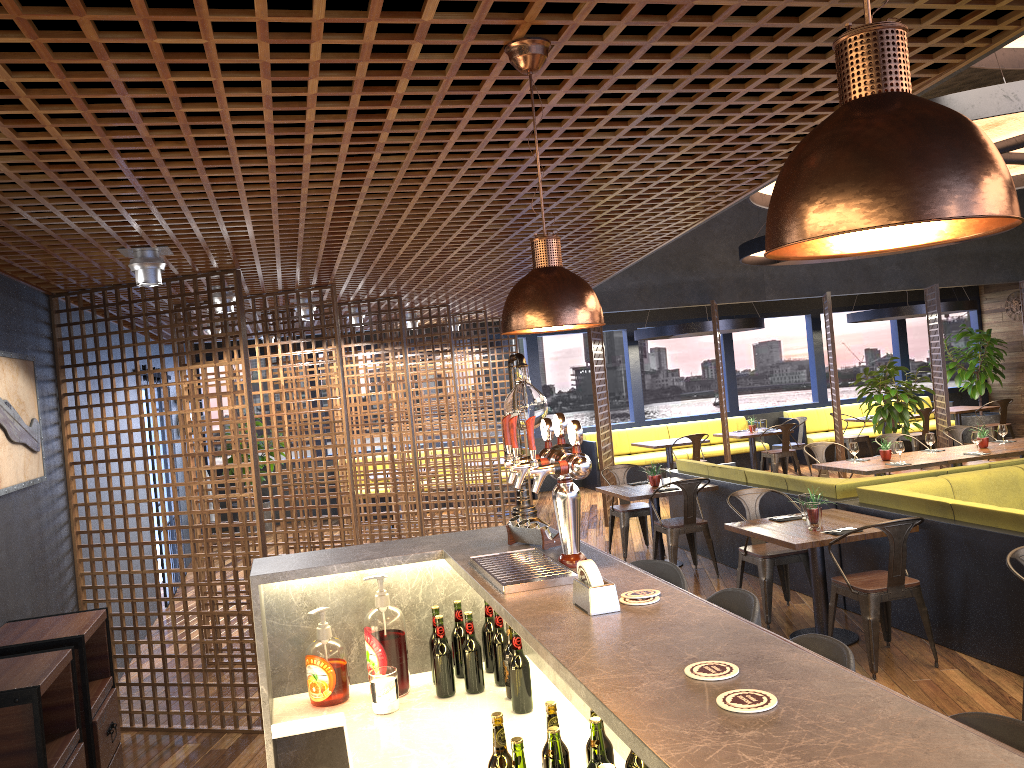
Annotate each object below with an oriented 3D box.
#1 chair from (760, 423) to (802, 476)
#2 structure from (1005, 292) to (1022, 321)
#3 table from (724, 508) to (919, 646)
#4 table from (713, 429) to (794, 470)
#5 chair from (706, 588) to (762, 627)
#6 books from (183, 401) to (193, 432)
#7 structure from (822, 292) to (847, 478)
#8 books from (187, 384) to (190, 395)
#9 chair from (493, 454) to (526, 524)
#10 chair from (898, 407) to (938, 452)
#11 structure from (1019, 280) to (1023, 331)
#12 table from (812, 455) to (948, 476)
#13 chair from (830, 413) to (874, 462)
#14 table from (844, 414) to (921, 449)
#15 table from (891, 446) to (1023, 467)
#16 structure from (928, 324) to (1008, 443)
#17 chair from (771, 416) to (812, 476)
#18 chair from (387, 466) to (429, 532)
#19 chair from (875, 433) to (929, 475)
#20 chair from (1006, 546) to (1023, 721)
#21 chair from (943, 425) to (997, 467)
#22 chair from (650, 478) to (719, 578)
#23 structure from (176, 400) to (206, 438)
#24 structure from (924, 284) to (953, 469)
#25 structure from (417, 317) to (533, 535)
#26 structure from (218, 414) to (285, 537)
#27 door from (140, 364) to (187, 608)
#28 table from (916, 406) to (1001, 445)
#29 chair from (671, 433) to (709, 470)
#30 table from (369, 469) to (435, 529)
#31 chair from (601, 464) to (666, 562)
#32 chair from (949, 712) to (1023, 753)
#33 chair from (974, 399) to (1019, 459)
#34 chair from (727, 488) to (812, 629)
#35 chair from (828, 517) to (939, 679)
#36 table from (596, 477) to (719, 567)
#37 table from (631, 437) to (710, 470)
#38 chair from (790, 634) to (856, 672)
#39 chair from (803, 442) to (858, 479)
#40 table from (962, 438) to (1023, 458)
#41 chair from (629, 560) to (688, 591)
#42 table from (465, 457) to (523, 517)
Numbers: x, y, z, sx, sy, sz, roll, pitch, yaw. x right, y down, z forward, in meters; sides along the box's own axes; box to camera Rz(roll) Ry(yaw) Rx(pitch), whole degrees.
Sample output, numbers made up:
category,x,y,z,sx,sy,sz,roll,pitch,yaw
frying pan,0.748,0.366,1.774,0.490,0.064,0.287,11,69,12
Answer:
category,x,y,z,sx,sy,sz,roll,pitch,yaw
chair,3.969,1.036,13.132,0.504,0.917,0.541,-5,0,-14
structure,9.367,-1.269,15.578,0.058,1.178,1.791,-5,0,-14
table,2.081,1.326,5.971,0.887,0.763,0.906,-5,0,-14
table,3.775,1.129,13.806,0.906,0.763,0.887,-5,0,-14
chair,0.733,1.319,3.277,0.438,1.048,0.483,-5,0,15
books,-4.149,0.398,11.340,0.223,0.489,0.286,-5,0,-23
structure,4.448,0.104,12.218,0.050,2.700,0.852,-5,0,16
books,-4.348,0.124,11.990,0.177,0.245,0.450,-5,0,-14
chair,-0.001,1.404,12.122,0.504,0.917,0.541,-5,0,-14
chair,6.289,0.820,13.723,0.504,0.917,0.541,-5,0,-14
structure,7.730,-0.200,13.053,0.050,2.700,0.852,-5,0,16
table,3.681,1.164,8.853,0.906,0.763,0.887,-5,0,-14
chair,5.450,0.894,14.280,0.541,0.917,0.504,-5,0,-14
table,6.092,0.914,14.396,0.906,0.763,0.887,-5,0,-14
table,4.556,1.083,9.076,0.906,0.763,0.887,-5,0,-14
structure,8.498,-0.029,16.206,1.493,2.184,1.272,-5,0,-14
chair,4.387,0.993,13.947,0.541,0.917,0.504,-5,0,-14
chair,-1.381,1.532,11.771,0.504,0.917,0.541,-5,0,-14
chair,4.364,1.017,9.826,0.504,0.917,0.541,-5,0,-14
chair,2.563,1.213,3.953,0.504,0.917,0.541,-5,0,-14
chair,5.233,0.937,10.047,0.504,0.917,0.541,-5,0,-14
chair,1.536,1.285,7.984,0.504,0.917,0.541,-5,0,-14
structure,-4.212,0.476,11.777,0.293,0.563,1.220,-5,0,-14
structure,6.089,-0.048,12.636,0.050,2.700,0.852,-5,0,16
structure,-0.470,0.559,11.122,1.319,2.700,0.050,-5,0,16
structure,-3.843,1.328,13.147,1.166,1.763,0.993,-6,0,-44
door,-3.703,1.012,9.475,0.052,2.386,2.441,-5,0,-14
table,7.443,0.789,14.736,0.887,0.763,0.906,-5,0,-14
chair,2.589,1.164,12.781,0.504,0.917,0.541,-5,0,-14
table,-1.534,1.621,12.451,0.887,0.763,0.906,-5,0,-14
chair,1.236,1.306,9.173,0.504,0.917,0.541,-5,0,-14
chair,1.017,1.300,1.906,0.438,1.048,0.483,-5,0,0
chair,7.669,0.693,14.074,0.504,0.917,0.541,-5,0,-14
chair,1.916,1.258,6.573,0.504,0.917,0.541,-5,0,-14
chair,2.221,1.237,5.365,0.504,0.917,0.541,-5,0,-14
table,1.415,1.373,8.587,0.887,0.763,0.906,-5,0,-14
table,2.424,1.254,13.458,0.887,0.763,0.906,-5,0,-14
chair,0.822,1.314,2.658,0.438,1.048,0.483,-6,0,-43
chair,3.489,1.098,9.603,0.504,0.917,0.541,-5,0,-14
table,5.427,1.002,9.303,0.906,0.763,0.887,-5,0,-14
chair,0.579,1.330,3.845,0.438,1.048,0.483,-5,0,-22
table,-0.183,1.496,12.795,0.887,0.763,0.906,-5,0,-14
